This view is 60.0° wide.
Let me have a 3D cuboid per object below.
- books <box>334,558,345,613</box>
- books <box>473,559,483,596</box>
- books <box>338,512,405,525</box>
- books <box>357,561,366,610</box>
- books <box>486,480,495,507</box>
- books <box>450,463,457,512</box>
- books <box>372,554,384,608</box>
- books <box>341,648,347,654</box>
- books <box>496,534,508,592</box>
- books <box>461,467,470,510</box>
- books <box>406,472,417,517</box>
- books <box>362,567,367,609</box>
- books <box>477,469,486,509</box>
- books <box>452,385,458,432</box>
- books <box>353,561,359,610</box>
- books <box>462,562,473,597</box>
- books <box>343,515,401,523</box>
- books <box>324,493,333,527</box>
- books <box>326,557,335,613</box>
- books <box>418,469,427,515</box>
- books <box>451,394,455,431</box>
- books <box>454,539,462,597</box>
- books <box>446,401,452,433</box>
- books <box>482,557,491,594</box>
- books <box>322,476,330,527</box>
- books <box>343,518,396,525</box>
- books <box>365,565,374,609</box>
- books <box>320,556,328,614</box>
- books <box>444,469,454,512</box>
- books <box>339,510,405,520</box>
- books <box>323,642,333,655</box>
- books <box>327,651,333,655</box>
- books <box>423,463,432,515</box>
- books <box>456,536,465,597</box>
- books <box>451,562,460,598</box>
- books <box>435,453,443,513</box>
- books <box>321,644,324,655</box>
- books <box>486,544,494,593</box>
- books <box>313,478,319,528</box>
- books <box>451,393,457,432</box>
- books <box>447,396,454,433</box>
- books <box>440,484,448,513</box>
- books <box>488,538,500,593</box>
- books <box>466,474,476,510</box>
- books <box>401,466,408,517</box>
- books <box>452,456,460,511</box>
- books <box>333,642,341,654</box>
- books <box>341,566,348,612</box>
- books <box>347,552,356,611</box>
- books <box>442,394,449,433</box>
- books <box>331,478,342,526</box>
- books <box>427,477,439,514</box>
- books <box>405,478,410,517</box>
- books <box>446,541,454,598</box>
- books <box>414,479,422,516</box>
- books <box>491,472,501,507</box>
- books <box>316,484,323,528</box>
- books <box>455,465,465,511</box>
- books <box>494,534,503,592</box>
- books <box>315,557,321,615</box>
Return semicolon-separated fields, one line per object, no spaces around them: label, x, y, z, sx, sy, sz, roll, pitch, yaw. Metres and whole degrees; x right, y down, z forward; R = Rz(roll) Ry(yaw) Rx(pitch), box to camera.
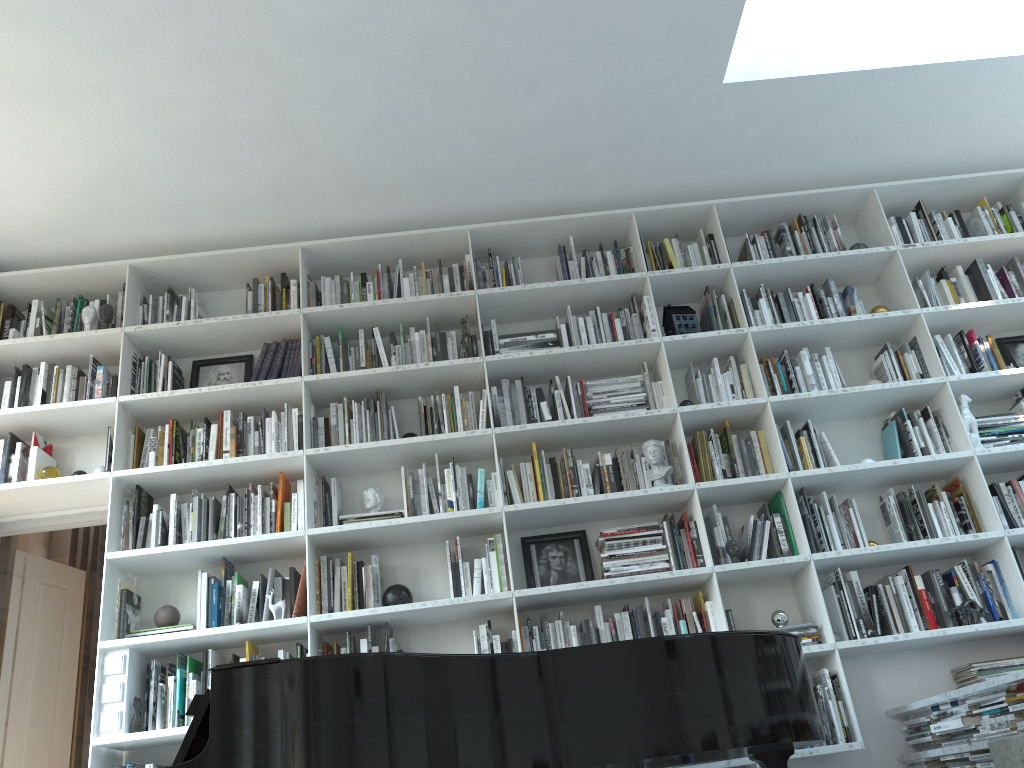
books;-0.746;0.909;3.856;0.036;0.262;0.167;-6;-26;-3
books;-0.149;0.875;3.869;0.057;0.187;0.156;-6;-26;-3
books;-0.625;0.625;4.001;0.285;0.012;0.160;-7;-26;-1
books;-0.648;0.913;3.875;0.028;0.246;0.143;-6;-26;-3
books;-0.093;0.546;4.042;0.027;0.180;0.142;-6;-26;-3
books;-0.259;0.515;4.030;0.012;0.264;0.193;-6;-26;-3
books;-0.583;0.894;3.874;0.028;0.264;0.145;-6;-26;-3
books;-0.691;1.238;3.693;0.042;0.247;0.163;-6;-26;-3
books;-0.042;0.818;3.889;0.021;0.280;0.162;-6;-26;-3
books;-0.208;0.527;4.057;0.022;0.255;0.153;-6;-26;-3
books;-0.447;0.547;4.020;0.030;0.246;0.175;-6;-26;-3
books;-0.626;0.920;3.849;0.011;0.207;0.181;-6;-26;-3
books;-0.139;0.522;4.033;0.060;0.226;0.180;-6;-26;-3
books;-0.264;0.172;4.212;0.006;0.302;0.166;-6;-26;-3
books;-0.668;0.910;3.858;0.014;0.242;0.153;-6;-26;-3
books;-0.191;0.889;3.879;0.030;0.182;0.155;-6;-26;-3
books;-0.624;0.635;3.994;0.254;0.012;0.161;-5;-26;-6
books;-0.816;0.615;4.013;0.034;0.208;0.137;-6;-26;-3
books;-0.777;0.910;3.863;0.026;0.273;0.155;-6;-26;-3
books;-0.398;0.538;4.039;0.022;0.266;0.152;-6;-26;-3
books;-0.272;0.192;4.206;0.004;0.264;0.142;-6;-26;-3
books;-0.230;0.843;3.898;0.011;0.290;0.156;-6;-26;-3
books;-0.294;0.213;4.210;0.011;0.235;0.131;-6;-26;-3
books;-0.108;0.873;3.875;0.024;0.187;0.173;-6;-26;-3
books;-0.844;0.583;4.041;0.011;0.296;0.136;-6;-26;-3
books;-0.622;0.644;3.985;0.254;0.012;0.161;-4;-26;-7
books;-0.607;0.912;3.849;0.028;0.215;0.176;-6;-26;-3
books;-0.803;0.906;3.860;0.025;0.283;0.146;-6;-26;-3
books;-0.278;0.530;4.034;0.028;0.246;0.171;-6;-26;-3
books;-0.627;0.612;4.002;0.285;0.012;0.160;-5;-26;-7
books;-0.762;1.232;3.700;0.013;0.282;0.147;-6;-26;-3
books;-0.738;1.247;3.688;0.030;0.238;0.157;-6;-26;-3
books;-0.382;0.523;4.034;0.012;0.284;0.168;-6;-26;-3
books;-0.219;0.837;3.897;0.012;0.296;0.167;-6;-26;-3
books;-0.242;0.887;3.864;0.025;0.185;0.154;-6;-26;-3
books;-0.326;0.500;4.053;0.010;0.328;0.174;-6;-26;-3
books;-0.775;1.241;3.706;0.013;0.274;0.148;-6;-26;-3
books;-0.094;0.841;3.879;0.012;0.243;0.172;-6;-26;-3
books;-0.878;0.587;4.025;0.012;0.283;0.160;-6;-26;-3
books;-0.266;0.194;4.198;0.006;0.252;0.181;-6;-26;-3
books;-0.282;0.198;4.204;0.017;0.252;0.140;-6;-26;-3
books;-0.300;0.567;4.037;0.025;0.188;0.141;-6;-26;-3
books;-0.076;0.831;3.891;0.027;0.268;0.179;-6;-26;-3
books;-0.181;0.541;4.051;0.026;0.218;0.150;-6;-26;-3
books;-0.480;0.536;4.031;0.012;0.283;0.160;-6;-26;-3
books;-0.250;0.502;4.046;0.011;0.299;0.179;-6;-26;-3
books;-0.719;1.227;3.689;0.012;0.271;0.182;-6;-26;-3
books;-0.713;0.922;3.853;0.025;0.227;0.153;-6;-26;-3
books;-0.690;0.890;3.845;0.026;0.273;0.191;-6;-26;-3
books;-0.307;0.195;4.179;0.013;0.242;0.189;-6;-26;-3
books;-0.793;0.579;4.024;0.021;0.276;0.137;-6;-26;-3
books;-0.349;0.554;4.037;0.048;0.223;0.150;-6;-26;-3
books;-0.465;0.564;4.032;0.010;0.230;0.155;-6;-26;-3
books;-0.266;0.847;3.888;0.012;0.283;0.160;-6;-26;-3
books;-0.419;0.566;4.043;0.024;0.226;0.138;-6;-26;-3
books;-0.069;0.528;4.053;0.026;0.216;0.127;-6;-26;-3
books;-0.859;0.595;4.015;0.024;0.256;0.134;-6;-26;-3
books;-0.230;0.519;4.038;0.023;0.258;0.171;-6;-26;-3
books;-0.058;0.820;3.886;0.011;0.277;0.188;-6;-26;-3
books;-0.833;0.914;3.867;0.012;0.283;0.160;-6;-26;-3
